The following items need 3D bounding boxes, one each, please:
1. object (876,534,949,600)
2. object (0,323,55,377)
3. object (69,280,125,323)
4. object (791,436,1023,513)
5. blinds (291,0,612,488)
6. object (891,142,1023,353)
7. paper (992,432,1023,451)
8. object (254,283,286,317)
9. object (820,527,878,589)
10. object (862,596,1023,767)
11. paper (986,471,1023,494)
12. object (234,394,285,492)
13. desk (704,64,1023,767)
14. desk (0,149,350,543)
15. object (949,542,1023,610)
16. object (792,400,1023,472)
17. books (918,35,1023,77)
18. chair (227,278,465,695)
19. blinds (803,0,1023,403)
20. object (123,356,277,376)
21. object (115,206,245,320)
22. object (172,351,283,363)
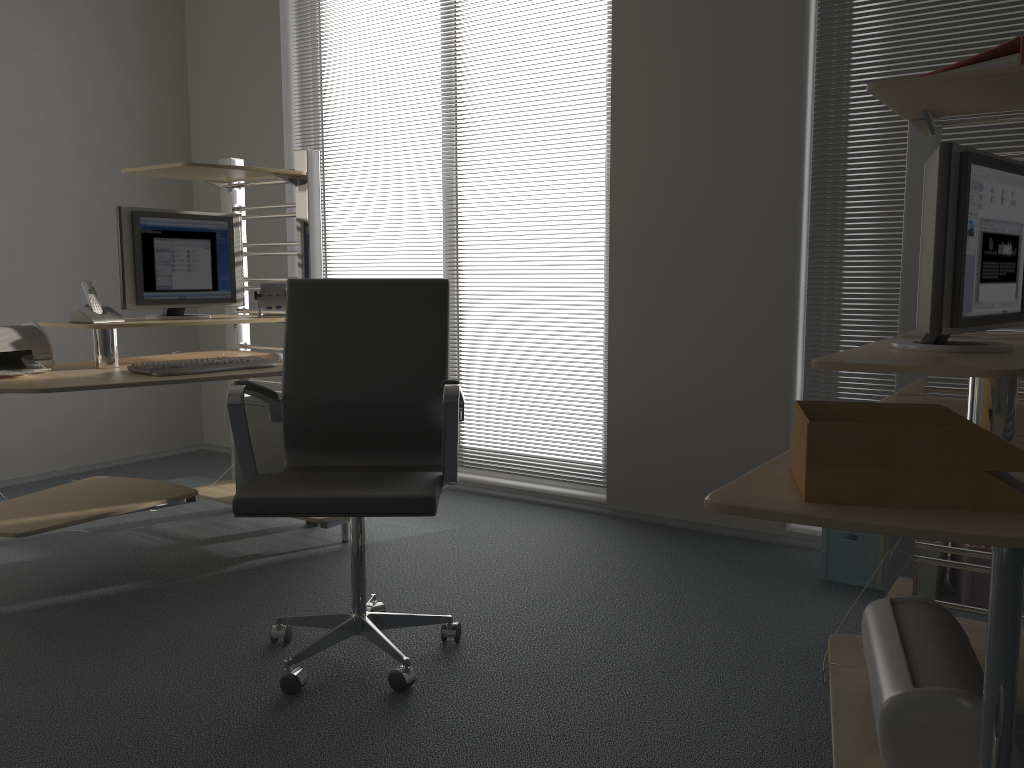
[{"bbox_3d":[1.375,0.597,3.038,0.185,0.202,0.245,5,8,34],"label":"object"},{"bbox_3d":[-1.703,-0.108,2.904,0.351,0.162,0.438,3,8,25],"label":"object"},{"bbox_3d":[-1.501,-0.298,3.196,0.119,0.151,0.150,2,7,19],"label":"object"},{"bbox_3d":[0.592,0.129,1.334,0.309,0.060,0.225,1,7,13],"label":"object"},{"bbox_3d":[-0.371,-0.957,4.395,1.950,2.749,0.037,4,8,33],"label":"blinds"},{"bbox_3d":[0.992,-0.289,1.972,0.516,0.418,0.245,-5,8,-34],"label":"object"},{"bbox_3d":[0.593,0.090,1.329,0.297,0.010,0.210,1,7,13],"label":"paper"},{"bbox_3d":[-0.975,-0.344,3.628,0.154,0.135,0.093,-3,7,-19],"label":"object"},{"bbox_3d":[1.221,0.585,3.141,0.185,0.202,0.245,5,8,34],"label":"object"},{"bbox_3d":[0.787,0.512,1.490,0.351,0.162,0.438,2,7,18],"label":"object"},{"bbox_3d":[0.593,0.141,1.336,0.297,0.019,0.210,1,7,13],"label":"paper"},{"bbox_3d":[-0.891,0.274,3.598,0.471,0.422,0.199,4,8,33],"label":"object"},{"bbox_3d":[1.076,0.075,1.614,0.967,1.566,1.469,4,8,33],"label":"desk"},{"bbox_3d":[-1.248,-0.108,3.154,0.967,1.566,1.469,4,8,33],"label":"desk"},{"bbox_3d":[1.577,0.609,2.936,0.185,0.202,0.245,2,7,16],"label":"object"},{"bbox_3d":[0.591,0.073,1.328,0.309,0.060,0.225,1,7,13],"label":"object"},{"bbox_3d":[1.147,-0.709,2.017,0.320,0.072,0.262,-3,8,-24],"label":"books"},{"bbox_3d":[-0.426,0.239,2.432,0.584,1.048,0.652,0,7,-1],"label":"chair"},{"bbox_3d":[1.959,-0.774,2.852,1.950,2.770,0.022,4,8,33],"label":"blinds"},{"bbox_3d":[-1.283,-0.063,3.292,0.814,0.082,0.478,6,9,41],"label":"object"},{"bbox_3d":[-1.315,-0.469,3.499,0.516,0.418,0.245,-6,9,-41],"label":"object"},{"bbox_3d":[-1.118,-0.102,3.589,0.742,0.088,0.168,5,8,36],"label":"object"}]
